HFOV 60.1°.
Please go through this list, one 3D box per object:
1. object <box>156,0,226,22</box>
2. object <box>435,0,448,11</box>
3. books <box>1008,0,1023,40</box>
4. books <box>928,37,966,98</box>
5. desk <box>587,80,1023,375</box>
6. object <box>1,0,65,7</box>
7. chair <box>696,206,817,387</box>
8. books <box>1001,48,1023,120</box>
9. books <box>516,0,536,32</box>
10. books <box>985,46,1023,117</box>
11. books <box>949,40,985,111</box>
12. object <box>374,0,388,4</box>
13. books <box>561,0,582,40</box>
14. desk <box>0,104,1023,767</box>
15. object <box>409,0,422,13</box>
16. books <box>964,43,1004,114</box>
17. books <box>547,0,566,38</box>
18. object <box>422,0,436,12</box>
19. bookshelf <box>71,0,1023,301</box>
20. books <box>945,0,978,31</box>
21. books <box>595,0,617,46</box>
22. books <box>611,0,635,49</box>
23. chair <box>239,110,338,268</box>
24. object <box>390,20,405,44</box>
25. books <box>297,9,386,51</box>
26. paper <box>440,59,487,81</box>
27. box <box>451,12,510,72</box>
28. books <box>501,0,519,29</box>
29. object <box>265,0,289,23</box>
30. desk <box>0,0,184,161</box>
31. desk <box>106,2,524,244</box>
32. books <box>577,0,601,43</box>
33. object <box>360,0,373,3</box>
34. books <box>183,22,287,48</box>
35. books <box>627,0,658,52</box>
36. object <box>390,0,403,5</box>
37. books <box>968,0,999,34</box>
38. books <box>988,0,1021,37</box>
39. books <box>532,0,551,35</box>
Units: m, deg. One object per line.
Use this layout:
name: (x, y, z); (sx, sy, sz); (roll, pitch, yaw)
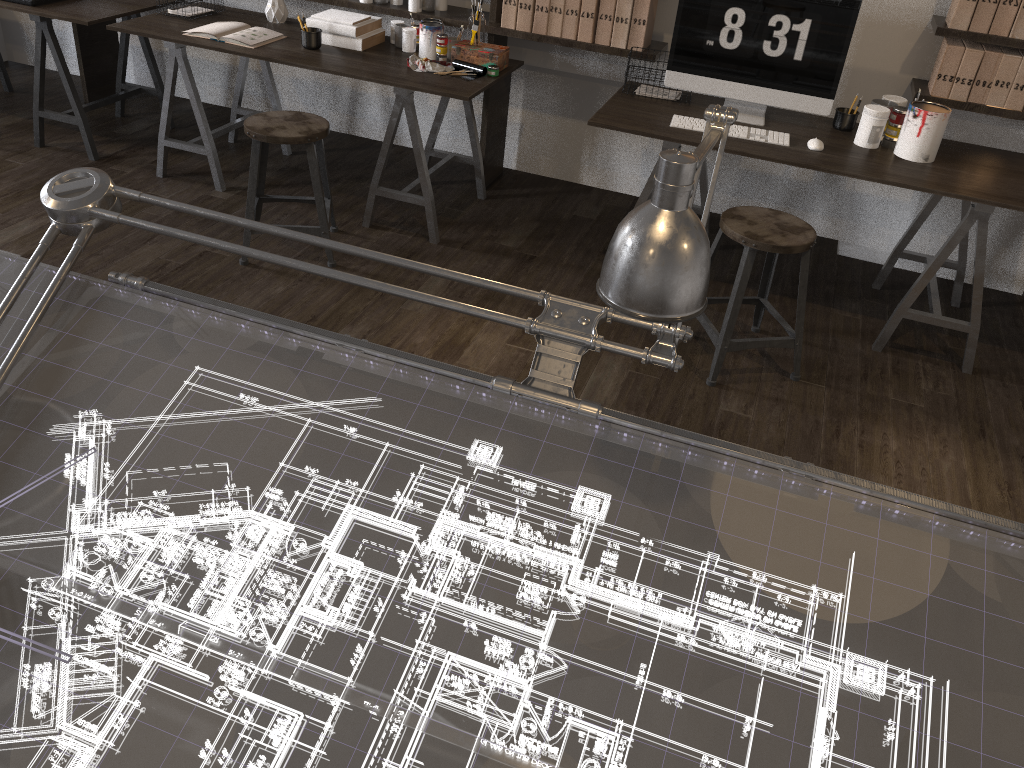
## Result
object: (-1.471, -1.777, 4.052); (0.204, 0.157, 0.290); (15, 34, 13)
object: (-0.320, -1.741, 4.005); (0.062, 0.093, 0.063); (-20, 41, -34)
books: (1.880, -1.384, 3.233); (0.067, 0.220, 0.178); (15, 34, 13)
books: (1.673, -1.209, 3.426); (0.067, 0.220, 0.178); (15, 34, 13)
desk: (1.140, -0.641, 3.500); (1.673, 0.654, 0.669); (15, 34, 14)
object: (-2.273, -1.820, 4.097); (0.447, 0.033, 0.318); (15, 35, 14)
chair: (0.829, -0.313, 3.085); (0.358, 0.516, 0.380); (-2, 34, -13)
books: (1.919, -1.137, 3.358); (0.067, 0.220, 0.178); (15, 34, 13)
books: (0.087, -1.647, 3.827); (0.067, 0.220, 0.178); (15, 34, 13)
books: (1.857, -1.156, 3.376); (0.067, 0.220, 0.178); (15, 34, 13)
books: (1.734, -1.188, 3.405); (0.067, 0.220, 0.178); (15, 34, 13)
object: (-0.578, -1.833, 4.054); (0.094, 0.158, 0.209); (16, 34, 15)
books: (0.278, -1.598, 3.784); (0.067, 0.220, 0.178); (15, 34, 13)
desk: (-0.065, 0.384, 1.118); (2.075, 1.355, 1.098); (15, 34, 14)
object: (-0.429, -1.703, 3.929); (0.062, 0.093, 0.063); (-20, 41, -34)
books: (1.799, -1.173, 3.392); (0.067, 0.220, 0.178); (15, 34, 13)
books: (0.216, -1.614, 3.798); (0.067, 0.220, 0.178); (15, 34, 13)
object: (-0.373, -1.719, 3.963); (0.063, 0.092, 0.064); (-20, 41, -34)
bookshelf: (-0.834, -1.939, 4.154); (9.205, 3.134, 0.381); (16, 33, 14)
books: (1.682, -1.438, 3.281); (0.067, 0.220, 0.178); (15, 34, 13)
books: (0.418, -1.559, 3.748); (0.067, 0.220, 0.178); (15, 34, 13)
books: (0.483, -1.538, 3.727); (0.067, 0.220, 0.178); (15, 34, 13)
chair: (-0.879, -0.773, 3.500); (0.371, 0.516, 0.367); (1, 33, -9)
object: (-0.510, -1.564, 3.939); (0.062, 0.092, 0.063); (-13, 37, -27)
books: (-0.758, -1.547, 3.841); (0.295, 0.144, 0.393); (15, 34, 13)
paper: (-0.203, -1.289, 3.628); (0.156, 0.037, 0.139); (25, 38, 26)
box: (-0.128, -1.435, 3.705); (0.212, 0.202, 0.140); (15, 34, 14)
books: (0.020, -1.667, 3.847); (0.067, 0.220, 0.178); (15, 34, 13)
object: (-1.080, -1.763, 4.052); (0.102, 0.204, 0.103); (-10, 36, -24)
desk: (-2.524, -1.662, 4.440); (1.673, 0.654, 0.669); (15, 34, 14)
desk: (-0.869, -1.201, 4.015); (1.673, 0.654, 0.669); (15, 34, 14)
books: (0.346, -1.575, 3.762); (0.067, 0.220, 0.178); (15, 34, 13)
object: (-0.657, -1.780, 3.990); (0.062, 0.116, 0.063); (-2, 33, -13)
books: (-1.195, -1.515, 3.820); (0.356, 0.029, 0.261); (16, 35, 14)
books: (0.551, -1.521, 3.714); (0.067, 0.220, 0.178); (15, 34, 13)
object: (-0.523, -1.784, 4.018); (0.062, 0.116, 0.063); (-2, 33, -13)
books: (1.749, -1.422, 3.268); (0.067, 0.220, 0.178); (15, 34, 13)
books: (1.815, -1.404, 3.253); (0.067, 0.220, 0.178); (15, 34, 13)
books: (0.155, -1.628, 3.810); (0.067, 0.220, 0.178); (15, 34, 13)
